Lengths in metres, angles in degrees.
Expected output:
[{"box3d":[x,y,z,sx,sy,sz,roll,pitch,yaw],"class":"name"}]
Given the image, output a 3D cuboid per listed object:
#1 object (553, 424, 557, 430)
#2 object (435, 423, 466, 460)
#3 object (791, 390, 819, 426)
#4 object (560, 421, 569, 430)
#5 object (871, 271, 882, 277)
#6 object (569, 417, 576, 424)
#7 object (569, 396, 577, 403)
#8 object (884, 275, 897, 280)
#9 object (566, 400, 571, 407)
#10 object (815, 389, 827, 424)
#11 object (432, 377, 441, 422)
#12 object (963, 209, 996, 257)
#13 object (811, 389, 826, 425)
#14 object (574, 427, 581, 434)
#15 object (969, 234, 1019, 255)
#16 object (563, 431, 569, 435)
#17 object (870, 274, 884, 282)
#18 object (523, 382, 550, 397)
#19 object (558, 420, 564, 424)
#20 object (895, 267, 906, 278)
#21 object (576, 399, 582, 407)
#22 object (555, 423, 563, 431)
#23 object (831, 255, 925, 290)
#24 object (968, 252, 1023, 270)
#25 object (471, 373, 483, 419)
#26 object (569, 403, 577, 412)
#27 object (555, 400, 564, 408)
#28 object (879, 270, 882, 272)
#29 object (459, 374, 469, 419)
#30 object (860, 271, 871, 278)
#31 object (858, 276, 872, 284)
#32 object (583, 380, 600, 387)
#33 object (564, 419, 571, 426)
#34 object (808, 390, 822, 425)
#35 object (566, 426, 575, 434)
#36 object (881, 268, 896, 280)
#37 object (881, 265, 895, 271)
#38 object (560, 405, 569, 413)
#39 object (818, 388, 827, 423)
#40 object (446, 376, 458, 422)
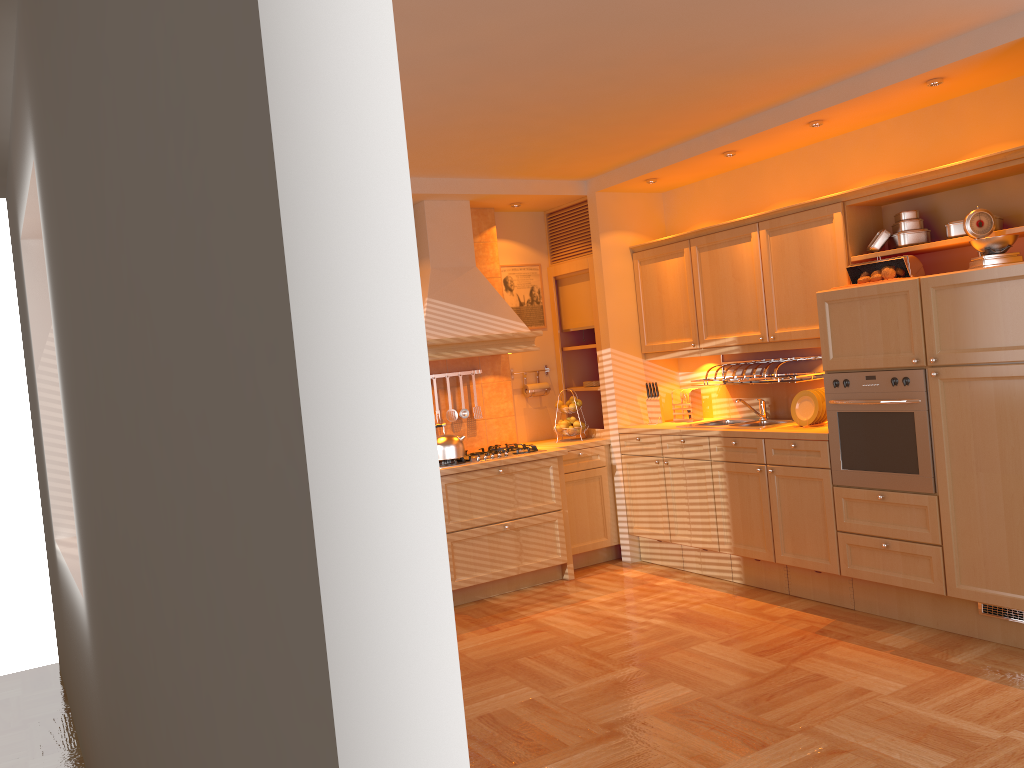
[{"box3d":[0.330,0.321,6.450,0.056,0.057,0.053,-4,2,37],"class":"object"},{"box3d":[-0.431,0.360,5.657,0.251,0.215,0.242,-7,2,-43],"class":"object"},{"box3d":[1.668,0.137,5.055,0.049,0.200,0.205,-7,2,-29],"class":"object"},{"box3d":[0.374,0.295,6.330,0.056,0.063,0.065,-5,2,36],"class":"object"},{"box3d":[1.853,-0.546,4.494,0.065,0.056,0.056,-4,2,44],"class":"object"},{"box3d":[0.437,0.260,6.364,0.049,0.052,0.050,-6,2,-23],"class":"object"},{"box3d":[0.441,0.115,6.390,0.055,0.059,0.058,-5,2,16],"class":"object"},{"box3d":[1.887,-0.538,4.437,0.062,0.036,0.065,-6,2,-27],"class":"object"},{"box3d":[0.414,0.140,6.431,0.050,0.051,0.051,-6,2,-6],"class":"object"},{"box3d":[1.742,0.129,5.094,0.049,0.200,0.205,-7,2,-29],"class":"object"},{"box3d":[-0.514,0.112,6.049,0.028,0.319,0.006,-7,2,-30],"class":"object"},{"box3d":[2.141,-0.663,4.049,0.134,0.271,0.039,-6,2,4],"class":"object"},{"box3d":[1.718,0.132,5.081,0.049,0.200,0.205,-7,2,-29],"class":"object"},{"box3d":[0.469,0.332,6.390,0.063,0.061,0.064,-4,2,38],"class":"object"},{"box3d":[2.137,-0.608,3.929,0.199,0.075,0.199,-5,2,29],"class":"object"},{"box3d":[0.389,0.344,6.398,0.052,0.056,0.057,-5,2,22],"class":"object"},{"box3d":[1.828,-0.532,4.442,0.062,0.036,0.065,-6,2,-17],"class":"object"},{"box3d":[0.182,0.043,6.595,0.186,0.094,0.096,-7,2,-30],"class":"object"},{"box3d":[0.362,0.286,6.432,0.055,0.058,0.056,-6,2,5],"class":"object"},{"box3d":[1.943,-0.556,4.449,0.065,0.058,0.066,-7,2,-38],"class":"object"},{"box3d":[0.480,0.140,6.412,0.058,0.060,0.057,-6,2,-9],"class":"object"},{"box3d":[0.338,0.314,6.384,0.063,0.063,0.063,-6,2,-19],"class":"object"},{"box3d":[1.873,-0.569,4.510,0.280,0.123,0.400,-7,2,-30],"class":"object"},{"box3d":[2.144,-0.544,3.931,0.179,0.053,0.156,-6,2,4],"class":"object"},{"box3d":[-0.252,0.083,6.196,0.061,0.323,0.020,-7,2,-30],"class":"object"},{"box3d":[0.440,0.168,6.380,0.064,0.063,0.063,-6,2,-14],"class":"object"},{"box3d":[0.344,0.150,6.444,0.061,0.064,0.063,-6,2,-21],"class":"object"},{"box3d":[1.897,-0.555,4.516,0.061,0.063,0.066,-6,2,-23],"class":"object"},{"box3d":[-0.352,0.087,6.159,0.077,0.309,0.037,-7,2,-31],"class":"object"},{"box3d":[1.830,-0.550,4.591,0.069,0.064,0.055,-6,2,-26],"class":"object"},{"box3d":[1.795,-0.529,4.510,0.069,0.034,0.066,-6,2,-12],"class":"object"},{"box3d":[0.642,-0.005,6.609,0.222,0.039,0.222,-6,2,-13],"class":"object"},{"box3d":[0.397,0.284,6.381,0.063,0.061,0.063,-5,2,33],"class":"object"},{"box3d":[1.693,0.135,5.068,0.049,0.200,0.205,-7,2,-29],"class":"object"},{"box3d":[0.418,0.329,6.347,0.064,0.062,0.064,-7,2,-43],"class":"object"},{"box3d":[1.869,-0.546,4.401,0.066,0.064,0.045,-5,2,21],"class":"object"},{"box3d":[1.891,-0.575,4.458,0.061,0.047,0.063,-5,2,18],"class":"object"},{"box3d":[0.380,0.180,6.406,0.064,0.058,0.063,-5,2,26],"class":"object"},{"box3d":[1.767,0.126,5.107,0.049,0.200,0.205,-7,2,-29],"class":"object"},{"box3d":[-0.424,0.101,6.096,0.090,0.320,0.017,-7,2,-30],"class":"object"}]
